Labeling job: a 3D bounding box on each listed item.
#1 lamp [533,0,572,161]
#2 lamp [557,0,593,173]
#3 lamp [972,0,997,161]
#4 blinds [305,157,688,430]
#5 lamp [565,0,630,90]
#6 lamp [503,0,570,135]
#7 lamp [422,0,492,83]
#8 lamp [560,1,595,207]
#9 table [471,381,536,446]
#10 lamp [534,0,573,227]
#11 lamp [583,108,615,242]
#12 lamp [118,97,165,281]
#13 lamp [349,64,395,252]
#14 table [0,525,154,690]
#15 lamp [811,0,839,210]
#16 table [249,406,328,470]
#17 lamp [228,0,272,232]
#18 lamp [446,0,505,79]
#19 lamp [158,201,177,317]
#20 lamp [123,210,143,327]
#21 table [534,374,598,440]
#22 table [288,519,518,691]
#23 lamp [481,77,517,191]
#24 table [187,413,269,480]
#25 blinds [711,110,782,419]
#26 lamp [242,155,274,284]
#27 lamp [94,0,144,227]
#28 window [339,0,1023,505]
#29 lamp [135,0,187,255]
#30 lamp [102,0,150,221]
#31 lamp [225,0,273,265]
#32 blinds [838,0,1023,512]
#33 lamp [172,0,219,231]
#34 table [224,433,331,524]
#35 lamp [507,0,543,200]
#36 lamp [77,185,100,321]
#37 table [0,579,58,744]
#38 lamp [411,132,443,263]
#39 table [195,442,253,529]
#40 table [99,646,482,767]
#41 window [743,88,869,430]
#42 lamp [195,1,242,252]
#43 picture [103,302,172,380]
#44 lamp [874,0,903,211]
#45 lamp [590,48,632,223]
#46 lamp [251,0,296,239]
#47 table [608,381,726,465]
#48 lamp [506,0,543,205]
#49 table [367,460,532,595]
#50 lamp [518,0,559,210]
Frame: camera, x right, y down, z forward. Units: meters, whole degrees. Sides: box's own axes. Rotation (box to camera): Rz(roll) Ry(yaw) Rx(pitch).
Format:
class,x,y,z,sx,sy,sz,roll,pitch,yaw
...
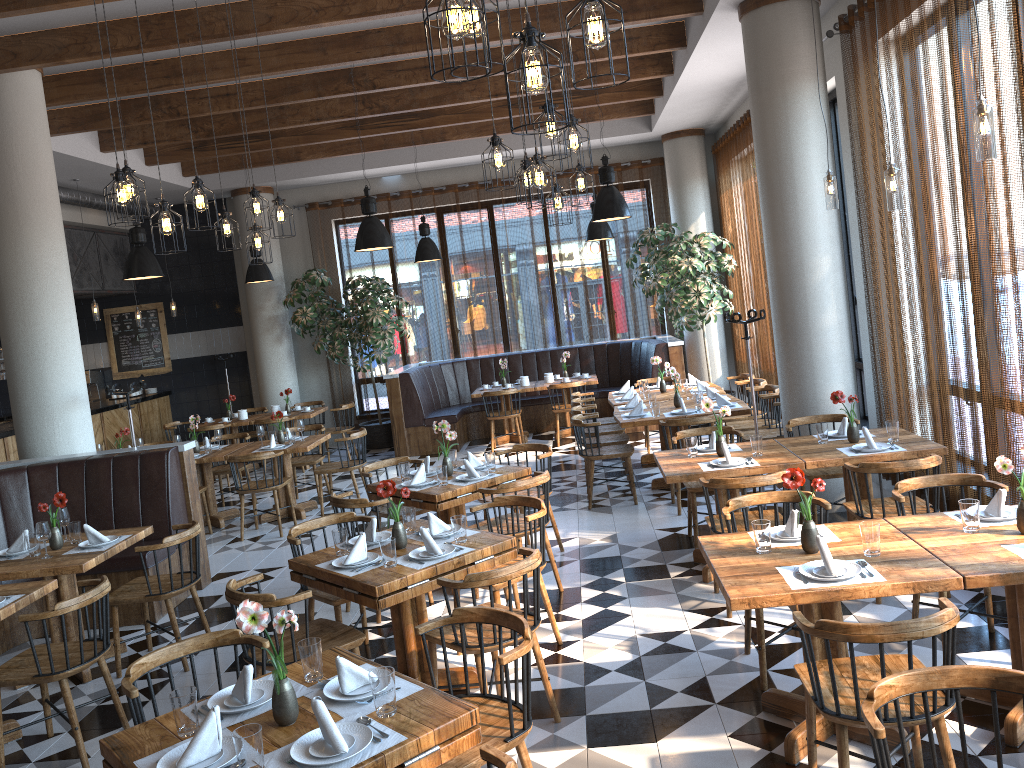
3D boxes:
class,x,y,z,sx,sy,sz,roll,pitch,yaw
lamp,0.105,-2.234,4.695,0.175,2.066,0.176,-6,3,23
lamp,0.239,-2.209,4.861,0.175,2.066,0.175,-6,3,12
lamp,1.875,-1.913,3.667,0.078,1.959,0.078,-6,3,12
blinds,-0.258,-1.323,13.601,5.541,3.573,0.155,-6,3,4
lamp,0.149,-1.941,2.642,0.175,2.066,0.175,-9,4,-34
lamp,-0.039,-1.779,2.567,0.175,2.066,0.175,-7,3,-1
lamp,-0.270,-1.922,2.521,0.175,2.066,0.175,-8,3,-12
lamp,0.405,-2.341,6.478,0.175,2.066,0.175,-10,4,-43
table,-0.057,0.428,12.274,0.850,0.762,0.853,-7,4,4
lamp,0.231,-2.178,6.374,0.175,2.066,0.175,-7,3,-10
lamp,1.040,-2.811,11.563,0.390,1.860,0.392,-6,3,17
lamp,-3.721,-1.957,8.636,0.391,1.860,0.390,-8,3,-18
lamp,-1.434,-2.215,8.470,0.391,1.860,0.391,-7,3,-8
table,-2.789,1.408,5.515,0.850,0.762,0.853,-7,4,4
lamp,2.017,-2.132,5.840,0.078,1.959,0.078,-8,3,-20
table,-3.023,0.786,12.252,0.850,0.762,0.853,-7,4,4
lamp,-1.973,-2.153,6.442,0.175,2.066,0.176,-6,3,22
lamp,-0.229,-2.004,2.720,0.175,2.066,0.175,-7,3,-1
lamp,-5.156,-1.979,13.182,0.078,1.959,0.078,-5,4,36
lamp,-5.215,-1.759,12.083,0.078,1.959,0.078,-5,4,33
table,0.789,0.332,12.214,0.850,0.762,0.853,-7,4,4
table,-0.528,1.226,4.590,0.867,0.762,0.863,-11,6,-41
lamp,-0.183,-2.121,4.929,0.175,2.066,0.175,-7,3,-10
table,-3.869,0.882,12.313,0.850,0.762,0.853,-7,4,4
blinds,3.041,-1.499,11.317,0.155,3.573,3.208,-7,4,5
lamp,-3.511,-2.296,11.891,0.392,1.860,0.390,-9,4,-38
lamp,-2.266,-1.909,4.865,0.175,2.066,0.175,-9,4,-36
window,2.025,-0.972,7.781,4.500,3.157,15.146,-8,6,-19
lamp,-2.069,-1.769,4.994,0.175,2.066,0.175,-8,3,-25
lamp,-2.311,-1.980,5.067,0.175,2.066,0.175,-8,3,-25
lamp,-2.030,-1.936,6.670,0.175,2.066,0.176,-6,3,22
blinds,2.517,-0.662,3.295,0.160,3.571,7.289,-7,5,4
lamp,-1.931,-1.932,5.145,0.175,2.066,0.176,-5,4,32
table,-2.364,1.001,9.208,0.850,0.762,0.853,-7,4,4
lamp,0.019,-2.398,6.500,0.175,2.066,0.175,-7,3,-10
lamp,-5.298,-1.760,11.008,0.078,1.959,0.078,-6,3,12
table,-2.860,1.522,4.416,0.850,0.762,0.853,-7,4,4
lamp,-1.223,-2.555,11.726,0.390,1.860,0.391,-6,3,7
table,-3.209,1.096,9.269,0.850,0.762,0.853,-7,4,4
table,-0.648,1.419,2.738,0.867,0.762,0.863,-11,6,-41
window,3.216,-1.338,10.100,0.365,3.158,4.982,-7,5,4
lamp,-2.266,-2.039,6.671,0.175,2.066,0.175,-7,3,-11
picture,-5.962,-0.680,14.119,0.980,1.140,0.021,-7,3,4
lamp,1.958,-1.912,4.741,0.078,1.959,0.078,-4,4,44
lamp,0.829,-2.471,8.308,0.391,1.860,0.390,-8,3,-18
lamp,-1.843,-2.128,6.611,0.175,2.066,0.175,-6,3,11
table,1.698,0.468,9.676,1.215,0.762,1.218,-6,5,8
lamp,0.008,-2.320,6.296,0.175,2.066,0.175,-8,3,-21
table,-0.412,1.039,6.382,0.867,0.762,0.863,-11,6,-41
lamp,0.052,-2.017,4.924,0.175,2.066,0.176,-6,3,23
